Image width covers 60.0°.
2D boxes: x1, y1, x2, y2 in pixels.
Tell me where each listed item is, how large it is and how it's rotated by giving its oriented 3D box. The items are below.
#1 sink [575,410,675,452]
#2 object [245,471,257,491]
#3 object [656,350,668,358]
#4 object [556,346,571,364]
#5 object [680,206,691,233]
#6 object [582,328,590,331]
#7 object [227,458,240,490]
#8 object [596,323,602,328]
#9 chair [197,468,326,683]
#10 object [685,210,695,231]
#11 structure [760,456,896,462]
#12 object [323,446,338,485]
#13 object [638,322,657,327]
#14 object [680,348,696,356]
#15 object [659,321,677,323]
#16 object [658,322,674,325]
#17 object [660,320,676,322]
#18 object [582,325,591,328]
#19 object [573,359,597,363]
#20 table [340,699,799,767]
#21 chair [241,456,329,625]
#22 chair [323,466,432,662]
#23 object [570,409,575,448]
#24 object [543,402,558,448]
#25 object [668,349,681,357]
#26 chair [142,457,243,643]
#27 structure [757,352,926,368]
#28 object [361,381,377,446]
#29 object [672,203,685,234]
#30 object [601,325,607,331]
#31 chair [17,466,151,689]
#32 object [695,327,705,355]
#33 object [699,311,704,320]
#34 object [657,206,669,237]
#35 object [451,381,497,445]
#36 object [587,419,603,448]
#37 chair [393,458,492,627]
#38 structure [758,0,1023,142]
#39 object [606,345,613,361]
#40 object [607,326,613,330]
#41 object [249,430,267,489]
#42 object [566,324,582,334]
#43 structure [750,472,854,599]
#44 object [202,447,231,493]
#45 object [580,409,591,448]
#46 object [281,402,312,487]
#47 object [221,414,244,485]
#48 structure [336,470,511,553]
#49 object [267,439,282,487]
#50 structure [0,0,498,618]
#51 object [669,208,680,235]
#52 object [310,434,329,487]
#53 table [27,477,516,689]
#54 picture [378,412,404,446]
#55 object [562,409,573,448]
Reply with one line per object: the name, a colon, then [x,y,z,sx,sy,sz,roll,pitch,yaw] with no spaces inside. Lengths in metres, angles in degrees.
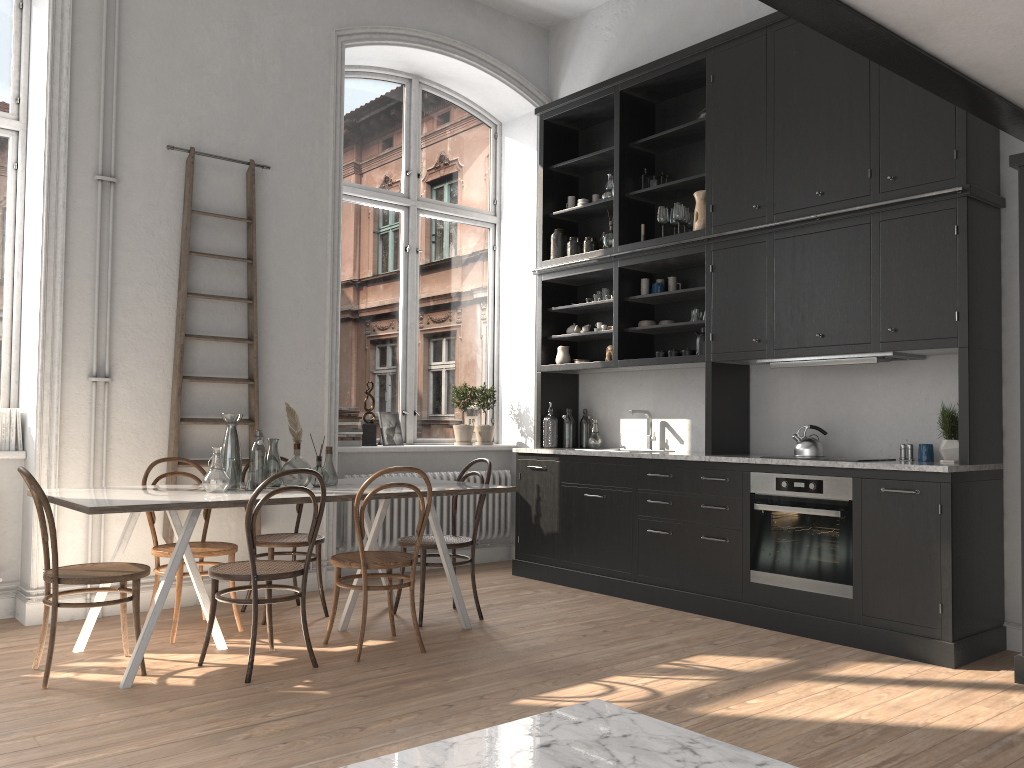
sink: [0.807,0.433,6.223,0.514,0.504,0.526,3,-3,-40]
object: [-1.306,0.485,4.438,0.058,0.094,0.058,1,-2,-12]
object: [1.014,-0.200,5.992,0.104,0.059,0.088,-1,-3,39]
object: [0.394,-0.213,6.762,0.115,0.144,0.127,-1,-3,29]
object: [1.162,-1.081,5.968,0.083,0.221,0.083,3,-3,-41]
object: [0.557,-0.405,6.680,0.055,0.033,0.058,-1,-3,25]
object: [-1.413,0.454,4.472,0.083,0.158,0.083,3,-3,-44]
object: [0.647,-0.426,6.562,0.039,0.055,0.049,1,-3,-19]
chair: [-1.138,0.838,4.072,0.438,0.920,0.549,3,-3,-44]
object: [1.225,-1.075,6.089,0.083,0.221,0.083,1,-2,-8]
structure: [1.778,0.421,5.012,0.427,0.011,0.592,3,-3,-40]
object: [-1.011,0.450,4.896,0.101,0.211,0.101,1,-2,-1]
object: [-1.587,0.406,4.831,5.828,1.842,0.792,2,-3,-35]
object: [1.161,-0.205,5.837,0.104,0.059,0.088,2,-3,-31]
object: [1.088,-0.413,6.195,0.123,0.036,0.124,-1,-3,38]
object: [1.088,-0.405,6.195,0.132,0.038,0.132,0,-3,8]
object: [1.088,-0.421,6.196,0.112,0.036,0.112,0,-3,3]
object: [0.558,-0.424,6.681,0.055,0.047,0.058,2,-3,-25]
object: [0.548,-0.161,6.685,0.180,0.037,0.180,-1,-3,35]
table: [0.171,1.006,1.761,0.849,0.392,0.849,3,-3,-40]
chair: [-1.346,0.889,5.225,0.438,0.920,0.549,2,-3,-33]
chair: [-0.666,0.859,4.419,0.438,0.920,0.549,2,-3,-29]
object: [0.447,0.342,6.868,0.086,0.301,0.086,2,-2,-26]
object: [0.292,0.308,6.720,0.109,0.349,0.109,-1,-3,31]
object: [1.081,-0.203,5.900,0.104,0.059,0.088,-1,-3,29]
chair: [-1.735,0.865,4.797,0.438,0.920,0.549,3,-3,-42]
structure: [1.880,-0.157,5.121,0.379,0.123,0.844,3,-3,-40]
object: [-1.070,0.219,6.637,0.122,0.488,0.102,1,-2,-15]
object: [1.105,-1.086,5.879,0.083,0.221,0.083,0,-2,7]
object: [0.672,-0.404,6.497,0.049,0.054,0.039,1,-2,-14]
chair: [-1.909,0.825,3.961,0.549,0.920,0.438,2,-3,-32]
object: [1.261,-0.274,5.756,0.124,0.191,0.129,1,-2,-12]
object: [1.281,-0.441,5.989,0.058,0.094,0.058,-1,-3,27]
object: [1.019,-1.082,5.978,0.083,0.221,0.083,1,-2,-8]
object: [-0.316,0.239,7.271,0.234,0.524,0.500,-1,-3,39]
object: [0.629,0.377,6.716,0.132,0.219,0.120,3,-3,-40]
chair: [-0.400,0.898,5.192,0.549,0.920,0.438,2,-3,-27]
structure: [1.821,-1.870,0.947,5.928,1.212,4.158,3,-3,-40]
object: [0.710,-0.218,6.359,0.069,0.123,0.173,1,-3,-8]
object: [0.728,-0.402,6.496,0.049,0.041,0.056,0,-3,23]
object: [-1.306,0.387,4.565,0.086,0.301,0.086,-1,-3,36]
object: [0.479,-0.414,6.820,0.125,0.100,0.140,-1,-3,32]
structure: [1.769,0.815,4.992,0.618,0.623,0.622,3,-3,-40]
object: [-1.429,0.415,4.294,0.132,0.219,0.132,-1,-3,39]
object: [0.564,0.342,6.827,0.086,0.301,0.086,0,-2,6]
object: [-1.117,0.319,4.610,0.157,0.446,0.157,2,-2,-22]
object: [-1.453,0.346,4.590,0.116,0.382,0.116,2,-3,-29]
structure: [-0.647,0.946,6.759,1.577,0.552,0.194,3,-3,-40]
object: [-1.266,0.417,4.693,0.100,0.255,0.098,-1,-2,27]
structure: [-1.995,-0.879,5.587,5.183,4.472,0.340,3,-3,-40]
object: [1.109,-1.079,6.032,0.083,0.221,0.083,-1,-3,42]
object: [-1.039,0.409,4.775,0.107,0.283,0.107,3,-3,-45]
table: [-1.176,0.931,4.601,2.200,0.779,1.100,3,-3,-40]
picture: [-0.954,0.346,6.785,0.149,0.264,0.221,-1,-3,34]
object: [0.424,0.337,6.746,0.086,0.301,0.086,-1,-3,36]
